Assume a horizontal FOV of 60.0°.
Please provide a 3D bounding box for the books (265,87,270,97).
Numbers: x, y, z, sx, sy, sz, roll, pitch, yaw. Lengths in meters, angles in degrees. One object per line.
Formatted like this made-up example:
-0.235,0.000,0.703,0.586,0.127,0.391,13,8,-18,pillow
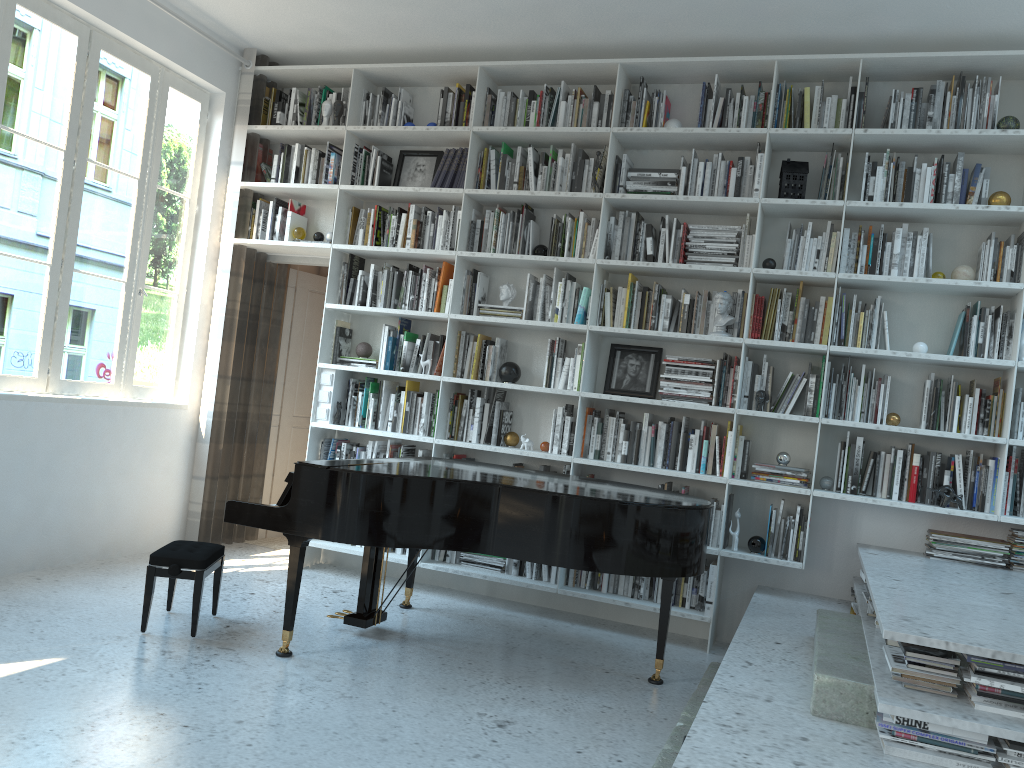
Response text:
-1.622,-1.806,5.908,0.012,0.307,0.180,7,-1,20,books

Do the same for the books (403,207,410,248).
-0.613,-0.939,5.492,0.023,0.271,0.187,7,-1,20,books

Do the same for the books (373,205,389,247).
-0.817,-0.965,5.566,0.011,0.277,0.164,7,-1,20,books

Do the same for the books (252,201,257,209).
-1.701,-1.059,5.878,0.011,0.272,0.188,7,-1,20,books

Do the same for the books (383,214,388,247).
-0.758,-0.934,5.567,0.012,0.230,0.149,7,-1,20,books

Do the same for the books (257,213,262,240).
-1.622,-1.012,5.869,0.029,0.197,0.160,7,-1,20,books

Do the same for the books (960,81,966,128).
2.274,-1.369,4.504,0.006,0.289,0.155,7,-1,20,books

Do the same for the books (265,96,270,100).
-1.610,-1.771,5.915,0.011,0.241,0.151,7,-1,20,books

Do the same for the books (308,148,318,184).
-1.255,-1.373,5.746,0.025,0.261,0.167,7,-1,20,books

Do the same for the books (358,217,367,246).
-0.910,-0.934,5.594,0.026,0.195,0.175,7,-1,20,books

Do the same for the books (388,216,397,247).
-0.709,-0.922,5.532,0.031,0.217,0.173,7,-1,20,books

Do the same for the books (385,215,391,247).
-0.741,-0.926,5.543,0.014,0.218,0.164,7,-1,20,books

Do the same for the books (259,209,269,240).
-1.605,-1.022,5.855,0.010,0.220,0.181,7,-1,20,books

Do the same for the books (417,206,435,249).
-0.528,-0.937,5.481,0.025,0.286,0.161,7,-1,20,books

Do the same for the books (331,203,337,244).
-1.098,-0.999,5.678,0.012,0.285,0.159,7,-1,20,books

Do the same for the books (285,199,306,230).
-1.417,-1.041,5.792,0.013,0.298,0.179,7,-1,20,books

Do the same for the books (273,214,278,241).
-1.498,-0.997,5.816,0.024,0.193,0.181,7,-1,20,books

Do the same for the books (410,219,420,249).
-0.568,-0.896,5.465,0.029,0.195,0.192,7,-1,20,books

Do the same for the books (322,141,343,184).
-1.153,-1.383,5.712,0.012,0.303,0.189,7,-1,20,books

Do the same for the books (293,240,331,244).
-1.254,-0.903,5.736,0.285,0.012,0.159,6,-1,22,books

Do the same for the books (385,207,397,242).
-0.745,-0.956,5.560,0.012,0.277,0.150,7,-1,20,books

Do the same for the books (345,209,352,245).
-1.006,-0.973,5.657,0.012,0.254,0.161,7,-1,20,books

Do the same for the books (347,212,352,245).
-0.994,-0.961,5.643,0.022,0.232,0.151,7,-1,20,books

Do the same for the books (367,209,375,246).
-0.846,-0.955,5.584,0.014,0.252,0.187,7,-1,20,books

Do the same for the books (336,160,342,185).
-1.077,-1.320,5.705,0.029,0.196,0.146,7,-1,20,books

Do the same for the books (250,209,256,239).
-1.676,-1.031,5.881,0.013,0.222,0.162,7,-1,20,books

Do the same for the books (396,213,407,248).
-0.655,-0.927,5.523,0.047,0.238,0.162,7,-1,20,books

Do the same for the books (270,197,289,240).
-1.514,-1.051,5.810,0.013,0.297,0.187,7,-1,20,books

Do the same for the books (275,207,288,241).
-1.470,-1.016,5.788,0.021,0.237,0.189,7,-1,20,books

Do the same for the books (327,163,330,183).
-1.135,-1.320,5.719,0.031,0.182,0.151,7,-1,20,books

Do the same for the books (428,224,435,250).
-0.473,-0.880,5.461,0.022,0.186,0.136,7,-1,20,books

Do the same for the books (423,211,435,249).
-0.491,-0.920,5.471,0.029,0.260,0.157,7,-1,20,books

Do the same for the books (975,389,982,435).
2.316,0.143,4.433,0.016,0.231,0.138,7,-1,20,books

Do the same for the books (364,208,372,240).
-0.884,-0.964,5.604,0.010,0.263,0.151,7,-1,20,books

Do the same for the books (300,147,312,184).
-1.313,-1.383,5.769,0.013,0.268,0.162,7,-1,20,books

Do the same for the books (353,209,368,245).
-0.940,-0.968,5.632,0.062,0.258,0.153,7,-1,20,books

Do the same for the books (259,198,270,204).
-1.651,-1.068,5.898,0.013,0.303,0.135,7,-1,20,books

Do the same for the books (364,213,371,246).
-0.868,-0.946,5.592,0.030,0.230,0.172,7,-1,20,books

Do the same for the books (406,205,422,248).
-0.589,-0.944,5.478,0.030,0.285,0.185,7,-1,20,books

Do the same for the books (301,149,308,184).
-1.303,-1.372,5.764,0.012,0.249,0.192,7,-1,20,books

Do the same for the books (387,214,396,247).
-0.726,-0.930,5.545,0.011,0.229,0.170,7,-1,20,books

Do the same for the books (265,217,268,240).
-1.580,-1.001,5.872,0.029,0.185,0.135,7,-1,20,books

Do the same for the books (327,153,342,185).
-1.111,-1.341,5.688,0.029,0.229,0.191,7,-1,20,books

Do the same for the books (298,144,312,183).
-1.333,-1.397,5.785,0.037,0.292,0.155,7,-1,20,books

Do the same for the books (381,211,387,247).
-0.786,-0.947,5.573,0.047,0.249,0.134,7,-1,20,books

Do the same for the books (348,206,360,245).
-0.979,-0.975,5.629,0.012,0.263,0.180,7,-1,20,books

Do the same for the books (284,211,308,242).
-1.407,-0.996,5.772,0.029,0.211,0.187,7,-1,20,books

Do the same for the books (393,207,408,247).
-0.683,-0.947,5.529,0.014,0.272,0.180,7,-1,20,books

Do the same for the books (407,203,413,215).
-0.622,-0.956,5.516,0.014,0.304,0.151,7,-1,20,books

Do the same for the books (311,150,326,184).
-1.230,-1.365,5.736,0.030,0.251,0.166,7,-1,20,books

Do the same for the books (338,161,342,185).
-1.056,-1.314,5.682,0.026,0.188,0.154,7,-1,20,books

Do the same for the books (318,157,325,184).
-1.199,-1.342,5.743,0.028,0.212,0.138,7,-1,20,books

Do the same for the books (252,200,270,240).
-1.643,-1.057,5.870,0.023,0.281,0.170,7,-1,20,books

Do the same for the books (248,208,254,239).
-1.688,-1.035,5.884,0.013,0.228,0.179,7,-1,20,books

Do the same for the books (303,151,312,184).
-1.288,-1.368,5.759,0.021,0.244,0.174,7,-1,20,books

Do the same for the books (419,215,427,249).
-0.517,-0.909,5.464,0.013,0.232,0.171,7,-1,20,books

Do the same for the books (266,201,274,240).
-1.556,-1.047,5.848,0.022,0.281,0.156,7,-1,20,books

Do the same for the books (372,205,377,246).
-0.828,-0.967,5.582,0.020,0.281,0.164,7,-1,20,books
